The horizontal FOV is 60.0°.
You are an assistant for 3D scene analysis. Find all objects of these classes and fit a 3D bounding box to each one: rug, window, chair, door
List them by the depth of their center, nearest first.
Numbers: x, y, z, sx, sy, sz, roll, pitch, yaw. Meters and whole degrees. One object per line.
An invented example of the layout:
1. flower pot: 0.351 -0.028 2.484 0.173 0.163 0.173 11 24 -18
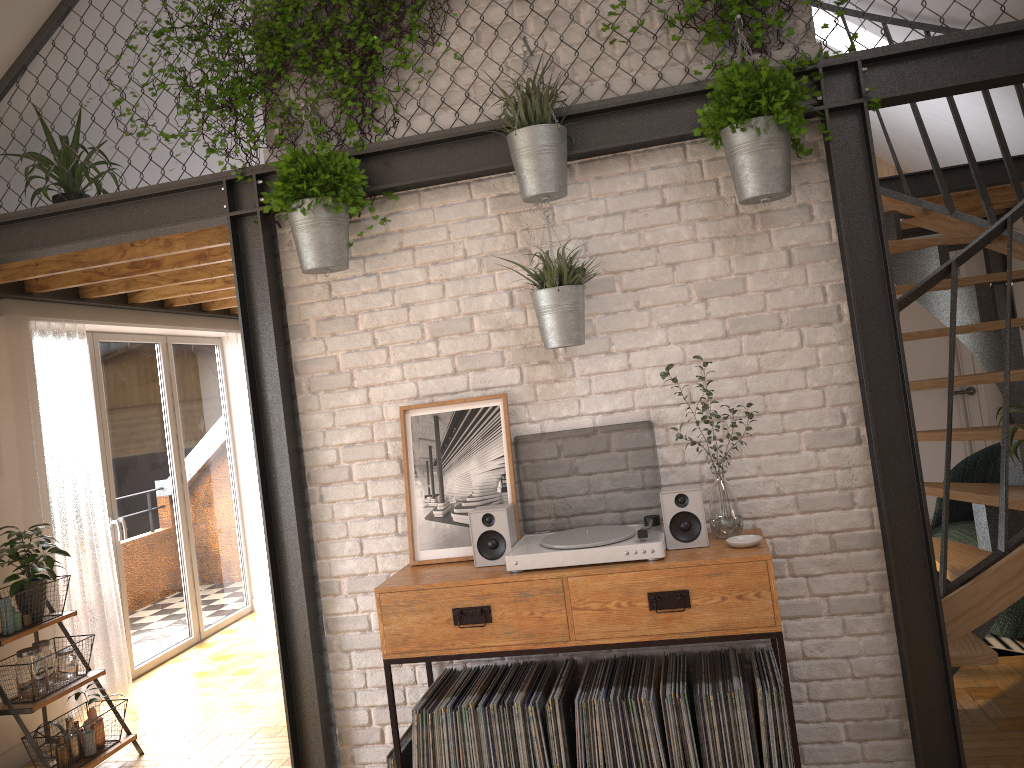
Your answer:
1. window: 0.990 -0.792 2.699 8.620 4.473 7.784 -8 -1 11
2. chair: 2.639 0.756 4.572 0.901 0.966 0.896 -7 -1 -3
3. rug: 0.906 1.466 5.306 3.496 0.010 1.700 -7 0 11
4. door: 3.284 -0.009 7.404 1.199 2.304 0.088 -8 -2 11

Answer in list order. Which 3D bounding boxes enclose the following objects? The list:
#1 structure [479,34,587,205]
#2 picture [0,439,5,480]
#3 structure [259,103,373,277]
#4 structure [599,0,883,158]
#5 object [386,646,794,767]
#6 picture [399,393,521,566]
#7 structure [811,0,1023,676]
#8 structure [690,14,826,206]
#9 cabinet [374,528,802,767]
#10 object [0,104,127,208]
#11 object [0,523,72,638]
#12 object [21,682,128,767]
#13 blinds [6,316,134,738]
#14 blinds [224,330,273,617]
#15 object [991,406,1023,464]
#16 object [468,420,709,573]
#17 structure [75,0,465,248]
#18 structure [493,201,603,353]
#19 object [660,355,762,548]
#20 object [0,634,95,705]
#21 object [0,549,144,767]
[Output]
1. structure: 0.053 -0.924 3.115 0.385 0.608 0.347 -7 -2 -26
2. picture: -2.681 0.211 4.341 0.023 0.576 0.415 -8 -2 11
3. structure: -0.724 -0.715 3.254 0.436 0.653 0.424 -9 -2 41
4. structure: 0.841 -1.693 3.128 1.304 1.873 0.458 -8 -2 8
5. object: 0.251 1.261 2.964 1.311 0.575 0.404 -7 -2 11
6. picture: -0.192 0.345 3.222 0.410 0.577 0.126 -8 -2 11
7. structure: 1.925 -0.568 4.081 1.623 3.824 2.251 -8 -2 26
8. structure: 0.802 -0.914 2.950 0.436 0.653 0.424 -9 -2 41
9. cabinet: 0.265 1.062 2.951 1.263 0.965 0.456 -8 -2 11
10. object: -2.043 -0.975 4.059 0.528 0.592 0.456 -7 -1 -6
11. object: -2.354 0.916 4.219 0.395 0.476 0.492 -8 -1 23
12. object: -2.012 1.595 4.131 0.276 0.291 0.439 -8 -1 11
13. blinds: -2.437 0.700 4.946 0.123 2.286 0.667 -8 -2 12
14. blinds: -1.992 0.643 7.152 0.123 2.290 0.667 -8 -2 11
15. object: 2.045 0.125 3.402 0.528 0.592 0.457 -7 -1 -1
16. object: 0.241 0.370 3.010 0.786 0.415 0.414 -8 -1 11
17. structure: -0.780 -1.320 3.433 2.125 1.682 0.431 -8 -2 12
18. structure: 0.139 -0.371 3.102 0.359 0.535 0.385 -8 -2 21
19. object: 0.660 0.212 2.951 0.295 0.622 0.291 -8 -2 26
20. object: -2.201 1.330 4.173 0.238 0.216 0.439 -8 0 11
21. object: -2.231 1.327 4.182 0.630 1.080 0.578 -8 -2 11
